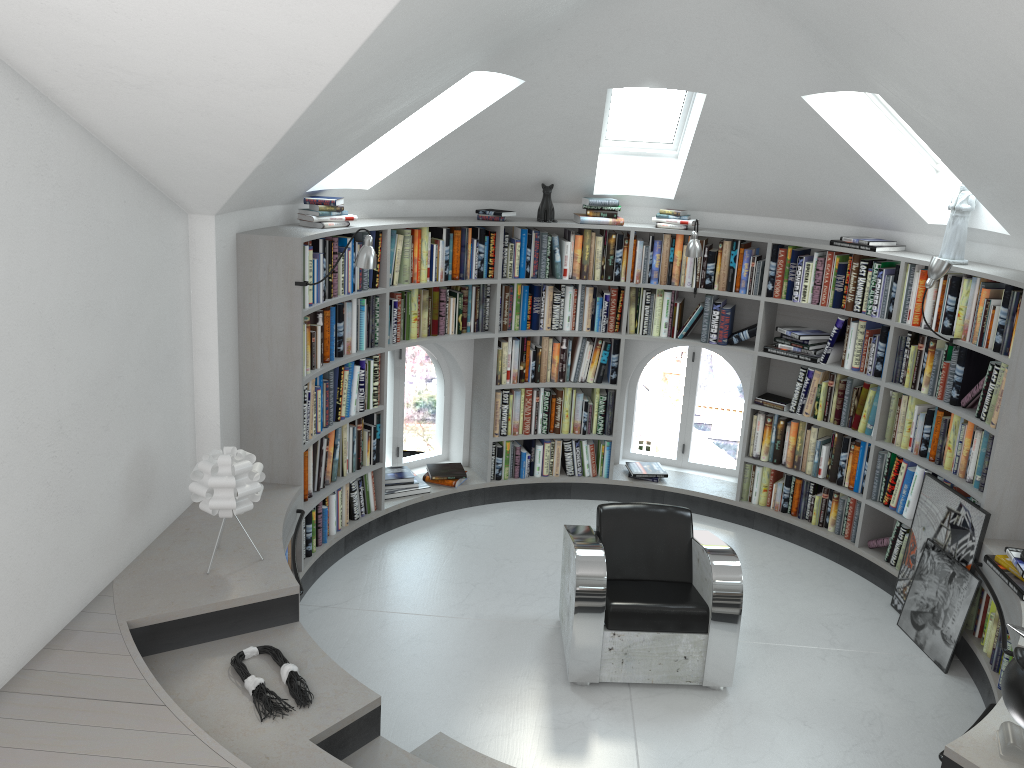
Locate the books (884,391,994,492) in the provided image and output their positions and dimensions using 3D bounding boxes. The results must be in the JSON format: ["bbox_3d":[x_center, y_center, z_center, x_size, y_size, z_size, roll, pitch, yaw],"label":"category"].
[{"bbox_3d":[2.561,0.319,5.111,0.275,0.345,1.028,0,16,-12],"label":"books"}]

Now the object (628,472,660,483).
[{"bbox_3d":[1.019,0.682,6.745,0.227,0.036,0.215,9,16,19],"label":"object"}]

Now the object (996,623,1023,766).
[{"bbox_3d":[1.953,1.100,3.195,0.320,0.558,0.323,-3,16,-24],"label":"object"}]

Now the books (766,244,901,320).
[{"bbox_3d":[2.124,-0.689,5.775,0.306,0.365,0.974,-10,21,-42],"label":"books"}]

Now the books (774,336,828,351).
[{"bbox_3d":[1.993,-0.287,6.064,0.270,0.031,0.287,-8,19,-36],"label":"books"}]

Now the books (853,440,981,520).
[{"bbox_3d":[2.510,0.667,5.265,0.304,0.356,1.192,-1,16,-16],"label":"books"}]

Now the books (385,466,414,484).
[{"bbox_3d":[-0.819,0.642,6.246,0.213,0.036,0.228,-3,17,-20],"label":"books"}]

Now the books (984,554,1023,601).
[{"bbox_3d":[2.523,0.933,4.225,0.365,0.042,0.391,4,16,3],"label":"books"}]

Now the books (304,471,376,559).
[{"bbox_3d":[-1.165,0.758,5.513,0.283,0.317,0.923,9,16,20],"label":"books"}]

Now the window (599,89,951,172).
[{"bbox_3d":[0.846,-1.703,5.283,4.055,0.708,1.946,4,15,3],"label":"window"}]

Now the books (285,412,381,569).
[{"bbox_3d":[-1.220,0.656,5.155,0.391,0.690,1.651,7,16,12],"label":"books"}]

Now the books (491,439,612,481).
[{"bbox_3d":[0.268,0.524,6.663,1.019,0.304,0.290,0,15,-12],"label":"books"}]

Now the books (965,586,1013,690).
[{"bbox_3d":[2.443,1.322,4.259,0.272,0.296,1.154,8,16,16],"label":"books"}]

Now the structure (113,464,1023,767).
[{"bbox_3d":[0.619,1.108,4.561,4.721,0.688,4.732,-10,21,-40],"label":"structure"}]

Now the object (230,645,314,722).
[{"bbox_3d":[-0.934,1.140,3.428,0.218,0.081,0.475,-7,19,-33],"label":"object"}]

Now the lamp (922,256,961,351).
[{"bbox_3d":[2.387,-0.434,4.866,0.275,0.521,0.113,2,14,-6],"label":"lamp"}]

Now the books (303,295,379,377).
[{"bbox_3d":[-1.121,-0.314,5.211,0.303,0.345,1.095,8,16,17],"label":"books"}]

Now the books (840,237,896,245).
[{"bbox_3d":[2.273,-0.912,5.658,0.233,0.027,0.249,-4,17,-24],"label":"books"}]

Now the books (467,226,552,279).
[{"bbox_3d":[-0.048,-0.926,6.215,0.682,0.344,0.266,-2,16,-20],"label":"books"}]

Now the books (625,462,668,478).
[{"bbox_3d":[1.021,0.653,6.738,0.268,0.029,0.255,1,16,-7],"label":"books"}]

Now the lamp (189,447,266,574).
[{"bbox_3d":[-1.260,0.545,3.941,0.305,0.521,0.308,1,15,-8],"label":"lamp"}]

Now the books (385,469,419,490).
[{"bbox_3d":[-0.821,0.672,6.254,0.269,0.031,0.288,-3,17,-20],"label":"books"}]

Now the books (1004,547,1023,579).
[{"bbox_3d":[2.527,0.866,4.208,0.269,0.031,0.287,7,16,12],"label":"books"}]

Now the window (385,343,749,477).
[{"bbox_3d":[0.262,0.141,6.664,3.230,1.143,0.621,0,15,-11],"label":"window"}]

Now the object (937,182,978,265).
[{"bbox_3d":[2.541,-0.923,5.052,0.179,0.469,0.180,6,15,11],"label":"object"}]

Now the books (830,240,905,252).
[{"bbox_3d":[2.271,-0.885,5.665,0.317,0.036,0.338,-7,19,-33],"label":"books"}]

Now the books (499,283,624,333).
[{"bbox_3d":[0.326,-0.574,6.432,1.028,0.356,0.303,0,15,-11],"label":"books"}]

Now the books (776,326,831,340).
[{"bbox_3d":[1.996,-0.347,6.049,0.269,0.031,0.288,-1,16,-17],"label":"books"}]

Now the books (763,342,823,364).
[{"bbox_3d":[1.989,-0.225,6.080,0.389,0.042,0.366,17,21,41],"label":"books"}]

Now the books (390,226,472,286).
[{"bbox_3d":[-0.614,-0.864,5.837,0.795,0.370,0.270,-11,20,-42],"label":"books"}]

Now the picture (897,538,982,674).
[{"bbox_3d":[2.325,1.203,4.850,0.107,0.551,0.493,2,15,-7],"label":"picture"}]

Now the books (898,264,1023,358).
[{"bbox_3d":[2.595,-0.425,4.940,0.292,0.359,1.021,-1,16,-14],"label":"books"}]

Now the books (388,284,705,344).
[{"bbox_3d":[0.166,-0.516,6.214,2.529,0.368,0.595,-1,16,-16],"label":"books"}]

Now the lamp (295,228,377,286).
[{"bbox_3d":[-0.912,-0.664,4.619,0.414,0.310,0.117,3,14,0],"label":"lamp"}]

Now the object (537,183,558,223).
[{"bbox_3d":[0.254,-1.264,6.183,0.147,0.263,0.203,3,15,-1],"label":"object"}]

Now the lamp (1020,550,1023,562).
[{"bbox_3d":[2.581,0.540,4.117,0.323,0.655,0.235,8,15,18],"label":"lamp"}]

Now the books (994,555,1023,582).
[{"bbox_3d":[2.525,0.898,4.216,0.286,0.034,0.307,1,16,-7],"label":"books"}]

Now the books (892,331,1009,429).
[{"bbox_3d":[2.574,-0.052,5.022,0.279,0.355,1.060,0,16,-11],"label":"books"}]

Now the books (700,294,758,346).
[{"bbox_3d":[1.563,-0.449,6.248,0.399,0.338,0.225,10,16,22],"label":"books"}]

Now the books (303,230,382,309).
[{"bbox_3d":[-1.093,-0.681,5.096,0.301,0.359,1.039,8,16,18],"label":"books"}]

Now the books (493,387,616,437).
[{"bbox_3d":[0.304,0.173,6.582,1.031,0.355,0.295,0,15,-12],"label":"books"}]

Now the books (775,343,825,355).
[{"bbox_3d":[1.991,-0.257,6.072,0.287,0.031,0.270,15,19,36],"label":"books"}]

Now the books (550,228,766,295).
[{"bbox_3d":[1.023,-0.895,6.284,1.566,0.364,0.396,6,15,8],"label":"books"}]

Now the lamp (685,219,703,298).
[{"bbox_3d":[1.226,-0.842,6.007,0.113,0.562,0.360,6,15,9],"label":"lamp"}]

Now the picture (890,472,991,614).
[{"bbox_3d":[2.389,1.005,4.982,0.090,0.857,0.582,2,15,-7],"label":"picture"}]

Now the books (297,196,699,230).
[{"bbox_3d":[-0.050,-1.147,5.860,2.816,0.172,0.752,-4,17,-26],"label":"books"}]

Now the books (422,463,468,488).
[{"bbox_3d":[-0.477,0.657,6.408,0.318,0.099,0.294,4,16,4],"label":"books"}]

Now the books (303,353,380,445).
[{"bbox_3d":[-1.111,0.060,5.265,0.261,0.356,1.026,8,16,19],"label":"books"}]

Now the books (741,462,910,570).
[{"bbox_3d":[2.175,0.839,5.920,0.360,0.309,1.505,-7,19,-34],"label":"books"}]

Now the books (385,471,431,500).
[{"bbox_3d":[-0.823,0.705,6.262,0.366,0.042,0.390,-6,18,-30],"label":"books"}]

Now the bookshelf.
[{"bbox_3d":[0.746,0.001,5.711,4.333,1.867,2.124,4,15,3],"label":"bookshelf"}]

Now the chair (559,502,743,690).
[{"bbox_3d":[0.695,1.079,4.659,0.823,0.714,0.746,3,15,-2],"label":"chair"}]

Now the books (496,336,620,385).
[{"bbox_3d":[0.313,-0.198,6.484,0.997,0.349,0.299,0,15,-13],"label":"books"}]

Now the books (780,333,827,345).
[{"bbox_3d":[1.994,-0.317,6.057,0.214,0.036,0.228,-8,19,-36],"label":"books"}]

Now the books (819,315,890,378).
[{"bbox_3d":[2.294,-0.257,5.696,0.256,0.348,0.556,-9,19,-39],"label":"books"}]

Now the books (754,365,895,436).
[{"bbox_3d":[2.117,0.068,5.907,0.252,0.350,0.978,-11,21,-43],"label":"books"}]

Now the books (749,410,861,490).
[{"bbox_3d":[2.045,0.414,6.065,0.273,0.348,0.876,-11,21,-44],"label":"books"}]
